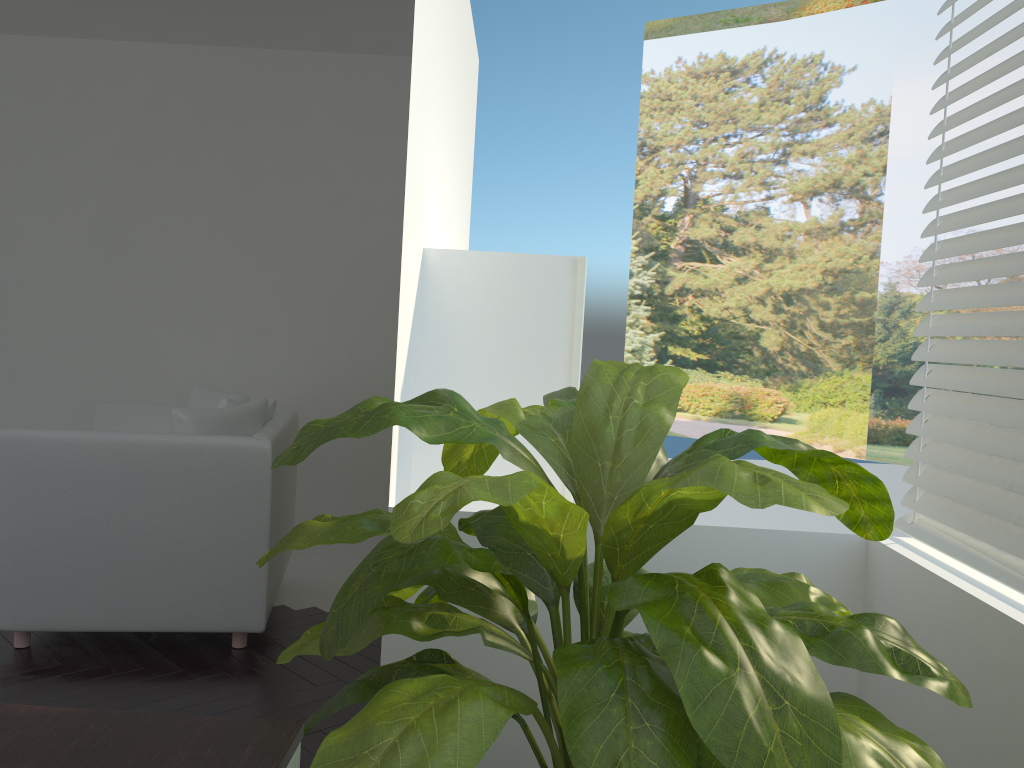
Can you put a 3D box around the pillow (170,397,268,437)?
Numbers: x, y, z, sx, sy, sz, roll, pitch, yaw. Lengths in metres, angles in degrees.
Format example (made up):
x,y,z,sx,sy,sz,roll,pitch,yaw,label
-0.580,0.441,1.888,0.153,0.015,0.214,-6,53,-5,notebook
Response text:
x,y,z,sx,sy,sz,roll,pitch,yaw,label
-1.165,0.290,3.458,0.257,0.473,0.465,5,3,28,pillow

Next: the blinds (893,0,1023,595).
x,y,z,sx,sy,sz,roll,pitch,yaw,label
1.003,-1.658,0.097,1.220,4.263,3.919,4,3,19,blinds

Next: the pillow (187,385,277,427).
x,y,z,sx,sy,sz,roll,pitch,yaw,label
-1.315,0.274,4.069,0.497,0.504,0.235,4,3,21,pillow

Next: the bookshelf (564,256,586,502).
x,y,z,sx,sy,sz,roll,pitch,yaw,label
-0.063,0.251,3.672,0.501,1.495,2.101,3,3,0,bookshelf

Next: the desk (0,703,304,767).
x,y,z,sx,sy,sz,roll,pitch,yaw,label
-1.210,0.779,0.731,1.813,0.698,0.976,3,3,0,desk

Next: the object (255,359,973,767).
x,y,z,sx,sy,sz,roll,pitch,yaw,label
0.129,0.564,1.431,1.026,1.198,1.122,2,3,-21,object

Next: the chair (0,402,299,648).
x,y,z,sx,sy,sz,roll,pitch,yaw,label
-1.438,0.540,3.718,0.944,0.816,1.156,3,3,-9,chair

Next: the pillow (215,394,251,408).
x,y,z,sx,sy,sz,roll,pitch,yaw,label
-1.238,0.270,3.761,0.255,0.467,0.532,3,3,-9,pillow
